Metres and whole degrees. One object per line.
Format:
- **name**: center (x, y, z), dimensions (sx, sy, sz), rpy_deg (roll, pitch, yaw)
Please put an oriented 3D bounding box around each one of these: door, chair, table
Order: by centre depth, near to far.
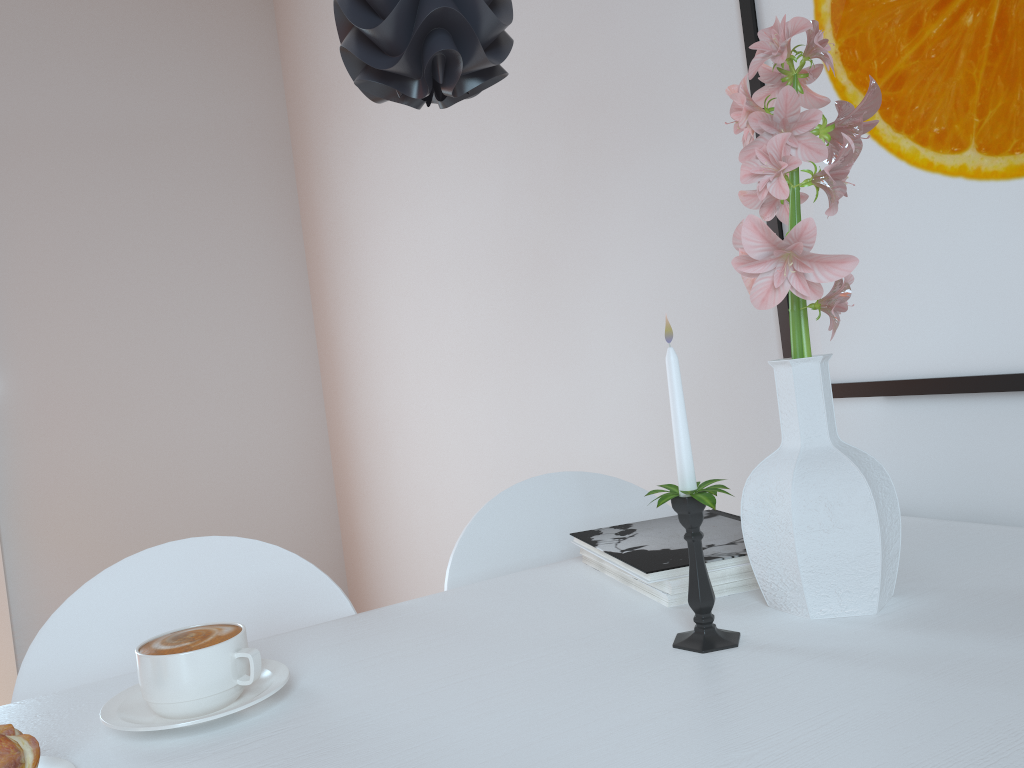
- **table**: center (0.134, 0.626, 0.716), dimensions (1.258, 0.771, 0.844), rpy_deg (-8, 1, -29)
- **chair**: center (-0.328, 0.632, 0.831), dimensions (0.503, 0.870, 0.647), rpy_deg (-7, 1, -5)
- **chair**: center (0.243, 0.555, 1.049), dimensions (0.499, 0.870, 0.652), rpy_deg (-7, 1, -25)
- **door**: center (-2.183, 0.238, 2.278), dimensions (0.694, 2.055, 1.385), rpy_deg (-7, 1, 18)

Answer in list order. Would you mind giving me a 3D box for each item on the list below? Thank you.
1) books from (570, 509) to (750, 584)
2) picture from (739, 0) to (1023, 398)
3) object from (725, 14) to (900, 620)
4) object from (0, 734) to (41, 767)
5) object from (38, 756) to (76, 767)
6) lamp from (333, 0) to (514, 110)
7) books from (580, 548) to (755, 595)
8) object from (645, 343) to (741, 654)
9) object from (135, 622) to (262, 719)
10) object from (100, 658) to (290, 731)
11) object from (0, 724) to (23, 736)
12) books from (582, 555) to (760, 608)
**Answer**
- **books**: center (0.206, 0.187, 1.054), dimensions (0.206, 0.012, 0.259), rpy_deg (-7, 1, -13)
- **picture**: center (0.567, -0.516, 1.010), dimensions (0.017, 1.052, 0.810), rpy_deg (-7, 1, -30)
- **object**: center (0.291, -0.076, 0.843), dimensions (0.180, 0.579, 0.178), rpy_deg (-7, 0, -3)
- **object**: center (-0.402, 0.277, 0.619), dimensions (0.129, 0.060, 0.070), rpy_deg (-8, 1, -29)
- **object**: center (-0.402, 0.306, 0.634), dimensions (0.168, 0.005, 0.166), rpy_deg (-7, 1, 13)
- **lamp**: center (-0.168, -1.017, 0.851), dimensions (0.168, 1.505, 0.170), rpy_deg (-7, 0, -13)
- **books**: center (0.215, 0.199, 1.053), dimensions (0.190, 0.014, 0.256), rpy_deg (-8, 1, -17)
- **object**: center (0.157, 0.083, 0.795), dimensions (0.080, 0.298, 0.079), rpy_deg (-7, 0, 11)
- **object**: center (-0.278, 0.252, 0.785), dimensions (0.097, 0.064, 0.095), rpy_deg (-8, 1, -26)
- **object**: center (-0.277, 0.280, 0.784), dimensions (0.159, 0.020, 0.161), rpy_deg (-8, 1, -15)
- **object**: center (-0.416, 0.278, 0.671), dimensions (0.074, 0.059, 0.060), rpy_deg (-7, 1, -8)
- **books**: center (0.217, 0.213, 1.058), dimensions (0.190, 0.014, 0.261), rpy_deg (-8, 1, -15)
